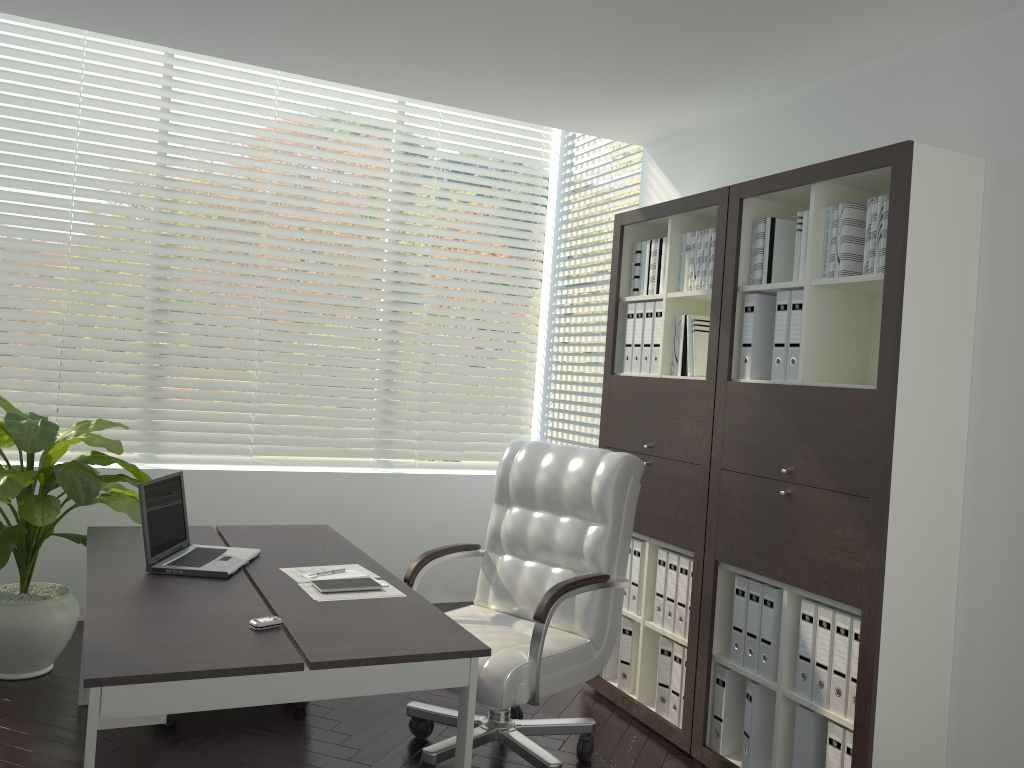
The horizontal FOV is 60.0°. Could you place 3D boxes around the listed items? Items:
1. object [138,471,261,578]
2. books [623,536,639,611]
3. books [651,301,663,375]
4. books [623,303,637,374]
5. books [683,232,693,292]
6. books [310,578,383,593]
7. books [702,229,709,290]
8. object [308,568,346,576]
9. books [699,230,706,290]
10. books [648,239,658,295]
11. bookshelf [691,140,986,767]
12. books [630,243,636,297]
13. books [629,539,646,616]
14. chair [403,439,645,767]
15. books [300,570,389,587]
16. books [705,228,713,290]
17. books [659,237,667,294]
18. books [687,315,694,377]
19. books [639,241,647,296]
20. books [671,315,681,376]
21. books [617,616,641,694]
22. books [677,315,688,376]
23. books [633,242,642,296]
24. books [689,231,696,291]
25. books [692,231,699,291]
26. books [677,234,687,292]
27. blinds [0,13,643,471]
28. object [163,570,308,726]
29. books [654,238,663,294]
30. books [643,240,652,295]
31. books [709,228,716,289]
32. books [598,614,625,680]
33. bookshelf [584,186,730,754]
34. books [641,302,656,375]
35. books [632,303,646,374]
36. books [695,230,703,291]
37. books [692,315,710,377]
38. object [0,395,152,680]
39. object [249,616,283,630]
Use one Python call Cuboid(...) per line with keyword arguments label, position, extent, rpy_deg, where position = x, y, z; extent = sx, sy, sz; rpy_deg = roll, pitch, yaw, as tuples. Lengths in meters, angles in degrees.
Cuboid(label="object", position=(-1.072, 0.477, 3.080), extent=(0.320, 0.288, 0.380), rpy_deg=(4, 0, 0))
Cuboid(label="books", position=(0.624, 0.848, 3.998), extent=(0.262, 0.320, 0.072), rpy_deg=(4, 0, -25))
Cuboid(label="books", position=(0.748, -0.191, 3.899), extent=(0.262, 0.320, 0.072), rpy_deg=(4, 0, -24))
Cuboid(label="books", position=(0.650, -0.200, 4.107), extent=(0.262, 0.320, 0.072), rpy_deg=(4, 0, -26))
Cuboid(label="books", position=(0.830, -0.505, 3.790), extent=(0.207, 0.258, 0.040), rpy_deg=(4, 0, -25))
Cuboid(label="books", position=(-0.536, 0.652, 2.879), extent=(0.205, 0.012, 0.126), rpy_deg=(4, 1, -29))
Cuboid(label="books", position=(0.882, -0.500, 3.679), extent=(0.207, 0.258, 0.021), rpy_deg=(4, 0, -25))
Cuboid(label="object", position=(-0.632, 0.643, 3.026), extent=(0.011, 0.011, 0.158), rpy_deg=(4, 0, 39))
Cuboid(label="books", position=(0.873, -0.501, 3.699), extent=(0.207, 0.258, 0.021), rpy_deg=(4, 0, -25))
Cuboid(label="books", position=(0.718, -0.515, 4.018), extent=(0.207, 0.258, 0.040), rpy_deg=(4, 0, -26))
Cuboid(label="bookshelf", position=(1.083, 0.353, 3.095), extent=(0.361, 2.189, 0.828), rpy_deg=(4, 0, -25))
Cuboid(label="books", position=(0.651, -0.521, 4.176), extent=(0.207, 0.258, 0.021), rpy_deg=(4, 0, -26))
Cuboid(label="books", position=(0.656, 0.851, 3.928), extent=(0.262, 0.320, 0.072), rpy_deg=(4, 0, -24))
Cuboid(label="chair", position=(0.006, 0.813, 3.322), extent=(0.725, 1.166, 0.829), rpy_deg=(4, 0, 40))
Cuboid(label="books", position=(-0.562, 0.654, 2.966), extent=(0.205, 0.012, 0.239), rpy_deg=(4, 1, -38))
Cuboid(label="books", position=(0.892, -0.500, 3.659), extent=(0.207, 0.258, 0.021), rpy_deg=(4, 0, -25))
Cuboid(label="books", position=(0.757, -0.512, 3.959), extent=(0.207, 0.258, 0.040), rpy_deg=(4, 0, -26))
Cuboid(label="books", position=(0.828, -0.154, 3.744), extent=(0.207, 0.259, 0.060), rpy_deg=(4, 0, -25))
Cuboid(label="books", position=(0.686, -0.518, 4.104), extent=(0.207, 0.258, 0.040), rpy_deg=(4, 0, -26))
Cuboid(label="books", position=(0.790, -0.158, 3.832), extent=(0.207, 0.258, 0.040), rpy_deg=(4, 0, -25))
Cuboid(label="books", position=(0.589, 1.202, 4.004), extent=(0.072, 0.320, 0.262), rpy_deg=(4, 0, 44))
Cuboid(label="books", position=(0.805, -0.156, 3.787), extent=(0.207, 0.258, 0.040), rpy_deg=(4, 0, -25))
Cuboid(label="books", position=(0.666, -0.520, 4.144), extent=(0.207, 0.258, 0.040), rpy_deg=(4, 0, -25))
Cuboid(label="books", position=(0.844, -0.504, 3.760), extent=(0.207, 0.258, 0.021), rpy_deg=(4, 0, -25))
Cuboid(label="books", position=(0.854, -0.503, 3.740), extent=(0.207, 0.258, 0.021), rpy_deg=(4, 0, -25))
Cuboid(label="books", position=(0.814, -0.507, 3.835), extent=(0.207, 0.258, 0.040), rpy_deg=(4, 0, -25))
Cuboid(label="blinds", position=(-1.144, -1.648, 5.072), extent=(3.917, 4.266, 1.219), rpy_deg=(4, 0, -7))
Cuboid(label="object", position=(-1.112, 0.977, 3.607), extent=(0.605, 0.675, 0.327), rpy_deg=(4, 0, -25))
Cuboid(label="books", position=(0.737, -0.513, 3.989), extent=(0.207, 0.258, 0.021), rpy_deg=(4, 0, -25))
Cuboid(label="books", position=(0.701, -0.516, 4.062), extent=(0.207, 0.258, 0.040), rpy_deg=(4, 0, -25))
Cuboid(label="books", position=(0.901, -0.499, 3.639), extent=(0.207, 0.258, 0.021), rpy_deg=(4, 0, -25))
Cuboid(label="books", position=(0.533, 1.197, 4.133), extent=(0.262, 0.320, 0.072), rpy_deg=(4, 0, -26))
Cuboid(label="bookshelf", position=(0.726, 0.321, 3.848), extent=(0.361, 2.189, 0.828), rpy_deg=(4, 0, -25))
Cuboid(label="books", position=(0.715, -0.194, 3.969), extent=(0.262, 0.320, 0.072), rpy_deg=(4, 0, -25))
Cuboid(label="books", position=(0.682, -0.197, 4.038), extent=(0.262, 0.320, 0.072), rpy_deg=(4, 0, -25))
Cuboid(label="books", position=(0.863, -0.502, 3.719), extent=(0.207, 0.258, 0.021), rpy_deg=(4, 0, -25))
Cuboid(label="books", position=(0.848, -0.153, 3.728), extent=(0.207, 0.258, 0.058), rpy_deg=(4, 0, -25))
Cuboid(label="object", position=(-2.102, 0.640, 3.841), extent=(1.026, 1.199, 1.120), rpy_deg=(4, 0, 43))
Cuboid(label="object", position=(-0.665, 0.646, 2.400), extent=(0.047, 0.021, 0.084), rpy_deg=(4, 1, 44))
